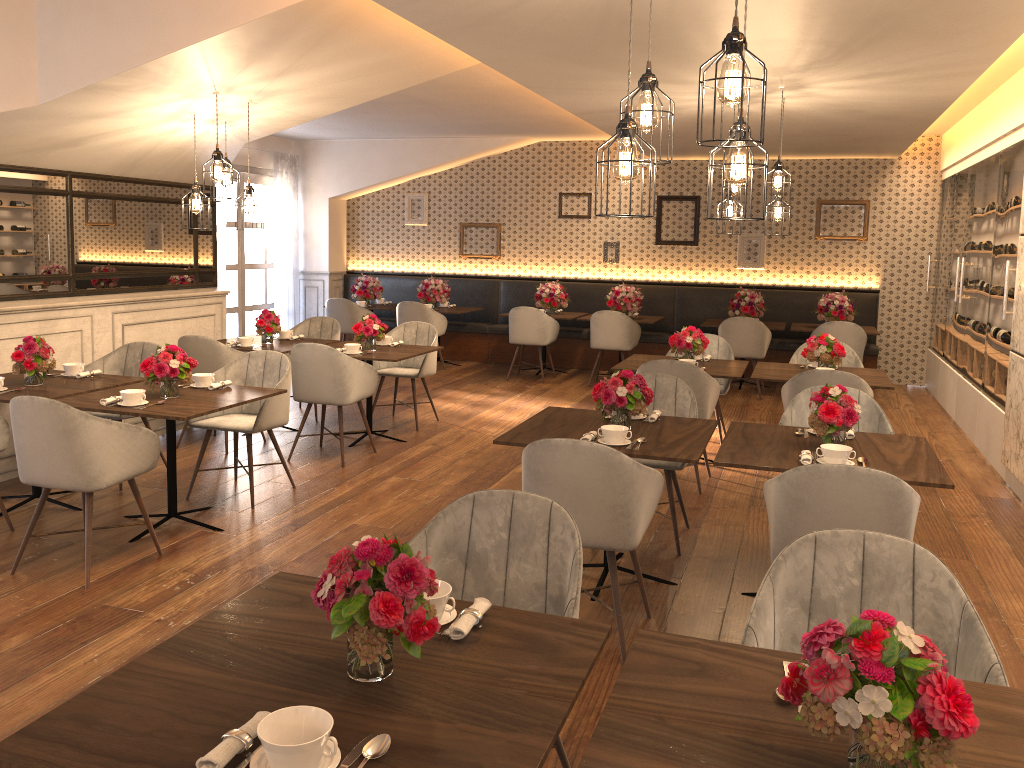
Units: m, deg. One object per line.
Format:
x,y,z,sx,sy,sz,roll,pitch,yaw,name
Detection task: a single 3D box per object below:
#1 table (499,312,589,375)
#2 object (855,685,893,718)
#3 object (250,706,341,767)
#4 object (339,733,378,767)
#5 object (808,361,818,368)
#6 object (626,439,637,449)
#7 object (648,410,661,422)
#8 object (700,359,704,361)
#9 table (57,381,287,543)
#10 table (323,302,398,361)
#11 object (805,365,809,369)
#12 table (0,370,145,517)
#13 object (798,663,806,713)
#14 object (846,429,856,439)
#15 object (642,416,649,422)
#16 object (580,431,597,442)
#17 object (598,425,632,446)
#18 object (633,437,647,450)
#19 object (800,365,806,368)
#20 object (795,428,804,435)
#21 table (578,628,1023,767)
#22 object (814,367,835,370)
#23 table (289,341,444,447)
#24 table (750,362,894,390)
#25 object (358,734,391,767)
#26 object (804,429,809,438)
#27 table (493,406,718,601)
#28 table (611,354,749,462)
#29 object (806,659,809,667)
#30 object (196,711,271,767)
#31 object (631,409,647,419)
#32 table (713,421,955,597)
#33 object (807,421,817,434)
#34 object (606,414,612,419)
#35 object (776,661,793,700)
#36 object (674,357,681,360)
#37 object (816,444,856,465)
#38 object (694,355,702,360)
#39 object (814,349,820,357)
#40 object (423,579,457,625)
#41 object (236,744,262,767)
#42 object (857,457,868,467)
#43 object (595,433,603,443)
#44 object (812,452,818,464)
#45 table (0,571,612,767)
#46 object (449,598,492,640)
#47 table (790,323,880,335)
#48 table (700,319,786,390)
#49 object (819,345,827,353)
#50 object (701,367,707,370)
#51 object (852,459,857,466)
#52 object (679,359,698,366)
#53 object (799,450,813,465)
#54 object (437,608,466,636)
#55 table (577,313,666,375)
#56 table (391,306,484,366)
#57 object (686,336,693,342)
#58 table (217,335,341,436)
0.399,-0.504,10.907,0.897,0.716,0.902,4,8,18,table
0.560,0.488,1.398,0.048,0.052,0.077,1,8,-2,object
-0.361,0.603,1.477,0.148,0.072,0.149,-3,10,-29,object
-0.279,0.639,1.481,0.022,0.004,0.212,4,10,18,object
2.266,-0.158,6.548,0.148,0.072,0.149,1,9,-4,object
0.534,0.264,3.912,0.022,0.004,0.212,4,10,18,object
0.719,0.162,4.460,0.056,0.039,0.176,4,9,18,object
1.466,-0.193,6.804,0.025,0.024,0.194,4,9,18,object
-1.871,0.421,4.867,0.897,0.716,0.902,4,8,18,table
-1.855,-0.674,11.649,0.897,0.716,0.902,4,8,18,table
2.183,-0.126,6.552,0.022,0.004,0.212,4,10,18,object
-2.781,0.353,5.167,0.897,0.716,0.902,4,8,18,table
0.586,0.610,1.779,0.022,0.004,0.212,4,10,18,object
1.590,0.228,4.173,0.056,0.039,0.176,4,9,18,object
0.683,0.168,4.463,0.025,0.024,0.194,4,9,18,object
0.344,0.237,3.945,0.056,0.039,0.176,4,9,18,object
0.453,0.228,3.908,0.148,0.072,0.149,1,9,-4,object
0.565,0.262,3.894,0.043,0.015,0.198,4,9,14,object
2.159,-0.135,6.566,0.043,0.015,0.198,5,10,22,object
1.376,0.226,4.225,0.043,0.015,0.198,5,10,22,object
0.569,1.017,1.515,0.897,0.716,0.902,4,8,18,table
2.108,-0.067,5.962,0.148,0.072,0.149,1,9,-4,object
-1.137,0.083,7.062,0.897,0.716,0.902,4,8,18,table
2.167,0.281,6.290,0.897,0.716,0.902,4,8,18,table
-0.248,0.637,1.463,0.043,0.015,0.198,4,9,14,object
1.399,0.235,4.210,0.022,0.004,0.212,4,10,18,object
0.474,0.573,4.249,0.897,0.716,0.902,4,8,18,table
1.257,0.212,6.590,0.897,0.716,0.902,4,8,18,table
0.669,0.577,1.776,0.148,0.072,0.149,-3,10,-29,object
-0.469,0.612,1.514,0.056,0.039,0.176,4,9,18,object
0.611,0.137,4.494,0.148,0.072,0.149,1,9,-4,object
1.384,0.641,3.950,0.897,0.716,0.902,4,8,18,table
1.482,0.203,4.207,0.148,0.072,0.149,1,9,-4,object
0.497,0.160,4.514,0.043,0.015,0.198,4,9,14,object
0.555,0.601,1.796,0.043,0.015,0.198,4,9,14,object
1.280,-0.201,6.855,0.043,0.015,0.198,4,9,14,object
1.324,0.294,3.621,0.148,0.072,0.149,1,9,-4,object
1.394,-0.224,6.835,0.148,0.072,0.149,1,9,-4,object
2.137,-0.220,6.192,0.049,0.051,0.078,5,9,28,object
-0.203,0.512,2.063,0.148,0.072,0.149,-3,10,-29,object
-0.434,0.620,1.513,0.025,0.024,0.194,4,9,18,object
1.437,0.328,3.607,0.043,0.015,0.198,4,9,14,object
0.380,0.245,3.944,0.025,0.024,0.194,4,9,18,object
1.251,0.310,3.657,0.025,0.024,0.194,4,9,18,object
-0.341,0.948,1.815,0.897,0.716,0.902,4,8,18,table
-0.095,0.537,2.030,0.056,0.039,0.176,4,9,18,object
3.562,-0.266,9.866,0.897,0.716,0.902,4,8,18,table
2.652,-0.335,10.165,0.897,0.716,0.902,4,8,18,table
2.157,-0.246,6.170,0.048,0.052,0.077,1,8,-2,object
1.349,-0.099,6.235,0.043,0.015,0.198,4,9,14,object
1.406,0.330,3.625,0.022,0.004,0.212,4,10,18,object
1.236,-0.133,6.249,0.148,0.072,0.149,1,9,-4,object
1.216,0.303,3.658,0.056,0.039,0.176,4,9,18,object
-0.131,0.543,2.032,0.025,0.024,0.194,4,9,18,object
1.309,-0.436,10.608,0.897,0.716,0.902,4,8,18,table
-0.945,-0.605,11.349,0.897,0.716,0.902,4,8,18,table
1.289,-0.325,6.488,0.045,0.052,0.077,-1,9,-20,object
-2.047,0.014,7.362,0.897,0.716,0.902,4,8,18,table
